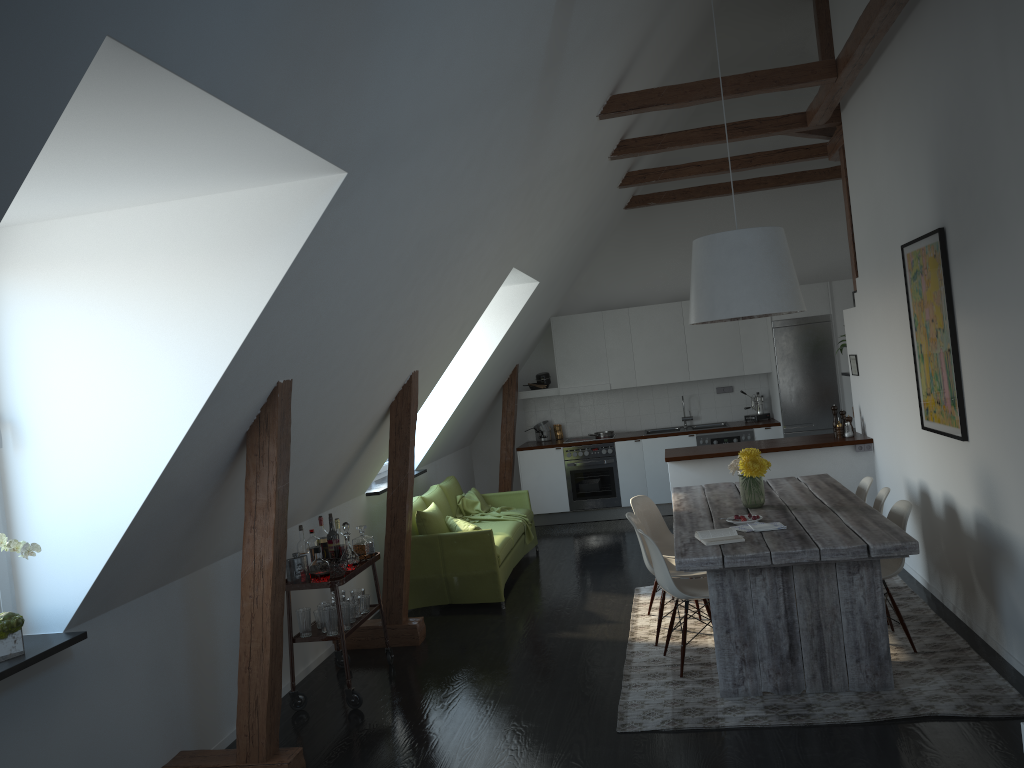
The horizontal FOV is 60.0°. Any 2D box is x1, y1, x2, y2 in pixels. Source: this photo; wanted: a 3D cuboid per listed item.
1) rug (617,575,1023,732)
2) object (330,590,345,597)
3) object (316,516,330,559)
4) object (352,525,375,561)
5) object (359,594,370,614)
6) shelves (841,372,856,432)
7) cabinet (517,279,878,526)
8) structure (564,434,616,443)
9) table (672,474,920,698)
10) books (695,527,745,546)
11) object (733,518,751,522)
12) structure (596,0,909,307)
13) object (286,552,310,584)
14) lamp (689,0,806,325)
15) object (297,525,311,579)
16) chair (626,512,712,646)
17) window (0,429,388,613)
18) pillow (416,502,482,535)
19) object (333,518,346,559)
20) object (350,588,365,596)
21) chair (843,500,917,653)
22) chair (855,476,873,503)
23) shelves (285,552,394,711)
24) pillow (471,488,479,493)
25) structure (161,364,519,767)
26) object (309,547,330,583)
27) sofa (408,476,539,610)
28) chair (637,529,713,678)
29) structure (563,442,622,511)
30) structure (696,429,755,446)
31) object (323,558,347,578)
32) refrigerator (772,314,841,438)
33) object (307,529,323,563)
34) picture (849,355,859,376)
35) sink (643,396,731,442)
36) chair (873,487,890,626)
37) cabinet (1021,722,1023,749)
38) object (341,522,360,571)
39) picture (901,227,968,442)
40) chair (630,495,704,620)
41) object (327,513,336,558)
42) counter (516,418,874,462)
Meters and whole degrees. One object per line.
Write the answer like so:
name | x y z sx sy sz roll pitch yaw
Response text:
rug | 1.656 1.526 5.422 1.898 0.022 2.677 -6 1 10
object | -1.101 1.378 5.635 0.095 0.119 0.095 -7 1 -28
object | -1.193 0.987 5.604 0.081 0.308 0.081 -6 1 2
object | -0.944 1.005 5.624 0.101 0.211 0.101 -6 1 25
object | -0.923 1.370 5.517 0.092 0.099 0.092 -7 1 -12
shelves | 3.380 0.139 7.993 0.660 0.553 0.408 -6 1 10
cabinet | 1.952 0.269 8.968 4.208 2.369 3.033 -6 1 10
structure | 0.907 0.648 10.261 0.574 0.041 0.504 -6 1 10
table | 1.604 1.143 5.438 1.141 0.788 2.421 -6 1 10
books | 1.092 0.799 4.681 0.202 0.042 0.251 -6 1 -2
object | 1.307 0.774 5.053 0.110 0.011 0.058 -6 1 14
structure | 3.005 -2.353 1.814 10.230 3.562 15.910 -6 1 15
object | -1.227 1.062 5.091 0.135 0.182 0.052 -7 1 -43
lamp | 1.301 -1.803 5.411 0.757 2.813 0.697 -7 1 -30
object | -1.224 0.989 5.209 0.073 0.320 0.073 -6 1 1
chair | 1.036 1.198 5.614 0.542 0.801 0.465 -6 1 11
window | 0.792 -1.441 4.088 5.959 4.249 8.018 -6 1 10
pillow | -0.435 1.138 7.075 0.600 0.387 0.475 -6 1 7
object | -1.054 0.974 5.424 0.081 0.307 0.081 -6 1 16
object | -0.974 1.364 5.615 0.095 0.119 0.095 -7 1 -28
chair | 2.036 1.093 5.077 0.542 0.801 0.465 -6 1 6
chair | 2.222 1.058 6.068 0.542 0.801 0.465 -6 1 11
shelves | -1.048 1.472 5.376 0.438 0.732 0.803 -6 1 6
pillow | -0.357 1.169 8.612 0.210 0.275 0.462 -6 1 8
structure | -1.360 0.916 4.384 1.023 1.963 12.350 -6 1 10
object | -1.100 1.033 5.055 0.087 0.206 0.087 -6 1 35
sofa | -0.380 1.317 7.852 0.898 0.825 2.093 -6 1 9
chair | 1.035 1.206 5.086 0.542 0.801 0.465 -7 1 -4
structure | 0.957 1.037 10.280 0.583 0.725 0.749 -6 1 10
structure | 2.406 0.873 9.935 0.612 0.725 0.582 -6 1 10
object | -1.061 1.084 5.210 0.245 0.092 0.151 -6 1 39
refrigerator | 3.200 0.217 9.510 0.609 1.868 0.031 -6 1 10
object | -1.209 1.016 5.414 0.067 0.257 0.099 -6 1 15
picture | 2.933 -0.162 7.597 0.023 0.182 0.250 -6 1 10
sink | 1.981 0.401 10.141 0.963 0.519 0.671 -6 1 10
chair | 2.140 1.074 5.602 0.542 0.801 0.465 -6 1 16
cabinet | 1.824 1.304 2.222 0.623 0.507 1.069 -6 1 10
object | -0.984 0.974 5.327 0.114 0.292 0.114 -7 1 -18
picture | 2.491 -0.284 5.262 0.036 1.181 0.808 -6 1 10
chair | 1.138 1.179 6.182 0.542 0.801 0.465 -6 1 36
object | -1.108 0.966 5.496 0.080 0.329 0.080 -6 1 1
counter | 1.558 0.594 9.023 3.365 0.038 3.085 -6 1 10
